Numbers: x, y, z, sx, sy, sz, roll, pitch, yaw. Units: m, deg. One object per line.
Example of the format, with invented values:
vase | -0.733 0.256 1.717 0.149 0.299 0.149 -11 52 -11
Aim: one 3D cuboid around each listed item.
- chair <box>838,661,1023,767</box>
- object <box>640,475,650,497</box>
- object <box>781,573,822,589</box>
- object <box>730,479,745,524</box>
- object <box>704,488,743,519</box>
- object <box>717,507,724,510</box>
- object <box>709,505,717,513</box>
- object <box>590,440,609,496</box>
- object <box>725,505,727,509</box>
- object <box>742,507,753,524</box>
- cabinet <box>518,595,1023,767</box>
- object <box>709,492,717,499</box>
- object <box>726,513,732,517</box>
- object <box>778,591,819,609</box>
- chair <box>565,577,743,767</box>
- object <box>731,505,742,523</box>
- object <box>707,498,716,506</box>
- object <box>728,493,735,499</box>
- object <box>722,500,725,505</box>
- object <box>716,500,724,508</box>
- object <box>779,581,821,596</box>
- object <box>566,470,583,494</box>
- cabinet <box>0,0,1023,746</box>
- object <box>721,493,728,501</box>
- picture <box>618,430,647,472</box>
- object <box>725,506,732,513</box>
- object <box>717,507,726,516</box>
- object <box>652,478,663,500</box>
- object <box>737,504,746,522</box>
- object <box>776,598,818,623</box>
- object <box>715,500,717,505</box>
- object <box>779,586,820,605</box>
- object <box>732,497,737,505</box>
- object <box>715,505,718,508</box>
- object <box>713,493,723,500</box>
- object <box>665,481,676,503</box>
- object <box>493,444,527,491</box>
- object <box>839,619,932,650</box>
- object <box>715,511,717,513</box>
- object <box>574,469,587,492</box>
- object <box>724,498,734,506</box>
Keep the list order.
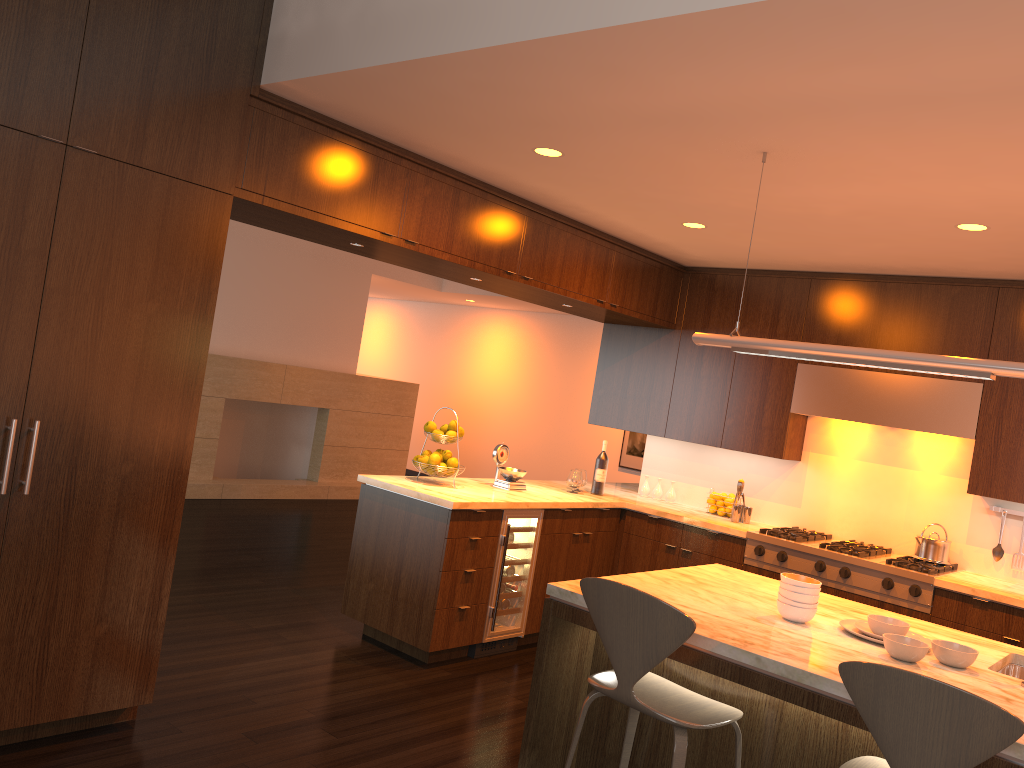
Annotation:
chair | 1.046 1.230 2.285 0.520 1.047 0.506 9 0 40
object | 0.979 0.748 6.495 0.079 0.154 0.079 9 0 23
object | 1.004 0.707 3.095 0.139 0.062 0.140 9 0 -41
object | 1.471 0.759 5.799 0.101 0.288 0.088 9 0 -20
object | 1.450 0.813 6.054 0.207 0.175 0.189 9 0 38
object | 1.427 0.861 6.044 0.057 0.060 0.052 9 0 -11
object | 1.367 0.851 6.030 0.060 0.057 0.052 9 0 -15
object | 0.615 0.576 6.114 0.095 0.378 0.094 9 0 -25
object | 1.474 0.836 6.029 0.051 0.053 0.062 9 0 -9
object | 1.542 0.862 5.820 0.060 0.106 0.060 9 0 -18
cabinet | 1.478 1.386 2.675 2.713 0.876 1.281 9 0 40
object | 1.380 0.766 6.066 0.052 0.060 0.057 9 0 -29
object | 1.477 0.876 5.996 0.051 0.053 0.063 9 0 -9
object | 0.994 0.771 3.094 0.140 0.068 0.139 9 0 23
chair | 0.421 1.130 2.763 0.506 1.047 0.520 9 0 -45
object | 1.462 0.849 5.785 0.060 0.106 0.060 9 0 -18
object | 1.359 0.802 6.041 0.063 0.051 0.053 9 0 42
object | 1.511 0.781 6.090 0.050 0.060 0.059 9 0 -17
object | 1.469 0.804 6.084 0.055 0.051 0.061 9 0 -23
object | 1.411 0.812 6.010 0.052 0.053 0.062 9 0 45
object | 1.001 0.728 3.094 0.140 0.064 0.139 9 0 14
object | 0.423 0.660 5.989 0.112 0.151 0.112 9 0 -32
cabinet | 1.560 0.325 3.683 5.521 2.997 7.728 9 0 40
object | 1.447 0.769 6.051 0.051 0.053 0.063 9 0 -15
picture | 1.558 0.450 10.785 0.398 1.200 0.012 9 0 40
object | 1.462 0.845 5.961 0.061 0.054 0.052 9 0 -40
object | 1.420 0.865 6.002 0.064 0.063 0.074 9 0 3
object | 1.060 0.761 6.424 0.079 0.154 0.079 9 0 23
object | 1.516 0.858 5.891 0.060 0.106 0.060 9 0 -18
object | 0.990 0.795 3.094 0.140 0.059 0.139 9 0 31
object | 1.410 0.808 6.066 0.064 0.053 0.051 9 0 -14
object | 0.998 0.750 3.093 0.140 0.062 0.139 9 0 40
object | 1.508 0.794 6.023 0.051 0.053 0.063 9 0 -4
object | 1.415 0.864 6.136 0.053 0.053 0.061 9 0 28
object | 1.398 0.765 6.016 0.063 0.051 0.053 9 0 30
object | 1.142 0.774 6.351 0.079 0.154 0.079 9 0 23
object | -0.009 0.532 5.660 0.231 0.266 0.191 9 0 43
object | 1.279 0.861 3.029 0.310 0.021 0.309 9 0 40
object | 1.384 0.860 6.084 0.061 0.053 0.053 9 0 26
object | 0.465 0.667 6.136 0.112 0.151 0.112 9 0 -32
object | 1.462 0.798 5.986 0.061 0.052 0.053 9 0 -4
